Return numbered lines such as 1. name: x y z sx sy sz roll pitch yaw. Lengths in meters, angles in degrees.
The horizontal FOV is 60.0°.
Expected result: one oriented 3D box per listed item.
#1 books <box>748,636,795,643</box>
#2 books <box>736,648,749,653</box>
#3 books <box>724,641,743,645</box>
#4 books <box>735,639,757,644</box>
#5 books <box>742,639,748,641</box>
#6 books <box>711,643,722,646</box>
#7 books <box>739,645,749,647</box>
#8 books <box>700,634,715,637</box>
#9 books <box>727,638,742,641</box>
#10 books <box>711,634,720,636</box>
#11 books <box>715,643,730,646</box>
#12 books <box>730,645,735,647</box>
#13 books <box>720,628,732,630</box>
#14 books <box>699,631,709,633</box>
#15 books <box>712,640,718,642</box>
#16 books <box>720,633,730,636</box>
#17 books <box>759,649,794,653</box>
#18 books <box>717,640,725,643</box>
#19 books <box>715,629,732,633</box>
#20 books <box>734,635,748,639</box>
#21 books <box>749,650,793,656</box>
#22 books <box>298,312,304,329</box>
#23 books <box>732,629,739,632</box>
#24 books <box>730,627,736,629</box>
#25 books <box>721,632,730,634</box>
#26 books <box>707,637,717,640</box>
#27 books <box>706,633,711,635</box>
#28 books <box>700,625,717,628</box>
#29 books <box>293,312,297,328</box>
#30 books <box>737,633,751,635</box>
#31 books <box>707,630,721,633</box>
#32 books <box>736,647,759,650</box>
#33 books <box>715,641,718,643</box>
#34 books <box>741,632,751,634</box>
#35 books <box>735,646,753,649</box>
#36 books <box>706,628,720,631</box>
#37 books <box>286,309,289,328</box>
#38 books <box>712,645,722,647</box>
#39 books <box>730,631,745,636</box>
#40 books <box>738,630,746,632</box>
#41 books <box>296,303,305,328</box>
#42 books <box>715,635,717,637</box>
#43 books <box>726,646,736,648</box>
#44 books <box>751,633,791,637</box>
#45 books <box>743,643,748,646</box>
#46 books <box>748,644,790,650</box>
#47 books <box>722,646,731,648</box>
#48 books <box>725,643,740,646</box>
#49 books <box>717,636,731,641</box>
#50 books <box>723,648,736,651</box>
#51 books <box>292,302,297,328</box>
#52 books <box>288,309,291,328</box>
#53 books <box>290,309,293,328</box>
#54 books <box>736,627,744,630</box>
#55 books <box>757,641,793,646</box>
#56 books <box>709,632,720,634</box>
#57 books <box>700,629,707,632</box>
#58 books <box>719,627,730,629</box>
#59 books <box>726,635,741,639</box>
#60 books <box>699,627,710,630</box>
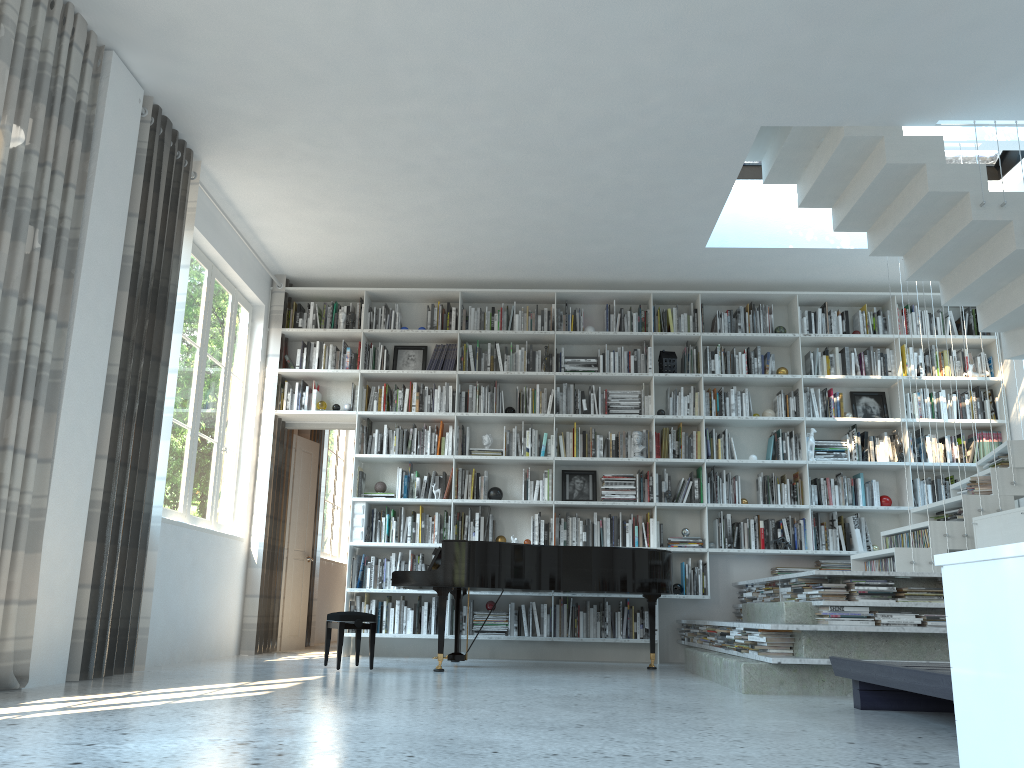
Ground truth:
1. books: 1.390 1.370 4.763 0.156 0.027 0.288 2 -14 -3
2. books: 1.384 1.517 5.042 0.191 0.016 0.209 -1 -15 7
3. books: 1.399 1.560 5.342 0.189 0.013 0.215 1 -14 0
4. books: 1.391 1.469 5.053 0.191 0.015 0.247 0 -14 3
5. books: 1.404 1.460 5.055 0.150 0.004 0.291 0 -15 6
6. books: 1.423 1.743 5.932 0.161 0.008 0.255 -1 -15 7
7. books: 1.403 1.492 5.047 0.170 0.006 0.269 1 -14 2
8. books: 1.436 1.774 6.244 0.159 0.011 0.246 2 -14 -2
9. books: 1.405 1.541 5.346 0.171 0.007 0.261 0 -14 5
10. books: 1.435 1.682 5.947 0.155 0.009 0.298 0 -14 3
11. books: 1.404 1.654 5.634 0.189 0.009 0.291 0 -14 5
12. books: 1.410 1.578 5.337 0.159 0.009 0.276 0 -14 5
13. books: 1.429 1.566 5.655 0.157 0.007 0.269 1 -14 2
14. books: 1.432 1.752 6.250 0.169 0.009 0.242 2 -14 -2
15. books: 1.439 1.719 5.937 0.130 0.014 0.250 2 -14 -3
16. books: 1.427 1.599 5.647 0.142 0.017 0.240 2 -14 -2
17. books: 1.414 1.425 4.749 0.132 0.014 0.206 1 -14 2
18. books: 1.414 1.637 5.638 0.177 0.011 0.220 0 -14 4
19. books: 1.415 1.576 5.653 0.170 0.014 0.281 1 -14 -1
20. books: 1.394 1.445 5.059 0.168 0.013 0.282 2 -14 -3
21. books: 1.383 1.440 4.746 0.184 0.017 0.231 0 -14 4
22. books: -1.876 -0.527 7.959 0.028 0.186 0.182 1 -14 2
23. books: 1.417 1.489 5.359 0.139 0.013 0.289 -1 -15 7
24. books: 1.417 1.476 5.362 0.157 0.014 0.216 0 -14 4
25. books: 1.430 1.587 5.650 0.150 0.008 0.218 1 -14 1
26. books: 1.422 1.705 5.941 0.182 0.013 0.288 0 -14 3
27. books: 1.450 1.763 6.247 0.140 0.013 0.181 0 -14 5
28. books: 1.436 1.713 6.259 0.174 0.011 0.228 1 -14 1
29. books: -1.927 -0.530 7.966 0.024 0.194 0.167 1 -14 2
30. books: 1.402 1.428 5.063 0.175 0.006 0.252 1 -14 2
31. books: 1.423 1.663 5.952 0.165 0.014 0.236 2 -14 -3
32. books: 1.394 1.505 5.044 0.178 0.009 0.277 1 -14 0
33. books: 1.446 1.730 5.935 0.132 0.009 0.270 0 -14 3
34. books: 1.414 1.421 5.064 0.133 0.008 0.285 2 -14 -2
35. books: 1.388 1.498 5.046 0.191 0.006 0.276 0 -14 4
36. books: 1.420 1.650 5.955 0.179 0.012 0.250 1 -14 -1
37. books: -2.007 -0.544 7.966 0.014 0.218 0.189 1 -14 2
38. books: 1.438 1.751 5.930 0.147 0.008 0.237 1 -14 1
39. books: 1.418 1.508 5.354 0.141 0.028 0.223 2 -14 -3
40. books: 1.393 1.412 5.067 0.178 0.010 0.196 -1 -15 7
41. books: -1.902 -0.567 7.969 0.025 0.268 0.177 1 -14 2
42. books: 1.444 1.693 5.944 0.140 0.013 0.181 0 -14 3
43. books: 1.409 1.585 5.335 0.171 0.005 0.298 1 -14 1
44. books: 1.391 1.350 4.768 0.165 0.015 0.243 0 -15 6
45. books: 1.412 1.483 5.049 0.154 0.014 0.197 1 -14 2
46. books: 1.378 1.410 4.754 0.187 0.017 0.206 -1 -15 7
47. books: 1.424 1.671 5.630 0.142 0.012 0.292 0 -15 6
48. books: 1.405 1.570 5.339 0.180 0.008 0.268 1 -14 1
49. books: 1.416 1.619 5.643 0.160 0.025 0.244 2 -14 -3
50. books: 1.393 1.598 5.333 0.193 0.005 0.225 2 -14 -2
51. books: -1.945 -0.575 7.974 0.014 0.285 0.175 1 -14 2
52. books: -1.988 -0.543 7.988 0.024 0.227 0.130 1 -14 2
53. books: -1.964 -0.543 7.977 0.023 0.222 0.151 1 -14 2
54. books: 1.393 1.400 5.070 0.182 0.016 0.257 0 -14 5
55. books: 1.410 1.392 4.757 0.137 0.019 0.225 0 -14 3
56. books: 1.431 1.674 5.949 0.169 0.009 0.242 1 -14 2
57. books: 1.425 1.740 6.253 0.182 0.016 0.199 -1 -15 7
58. books: 1.426 1.558 5.657 0.160 0.008 0.239 0 -14 3
59. books: 1.403 1.530 5.349 0.180 0.016 0.183 1 -14 -1
60. books: 1.433 1.725 6.256 0.171 0.015 0.253 1 -14 -1
